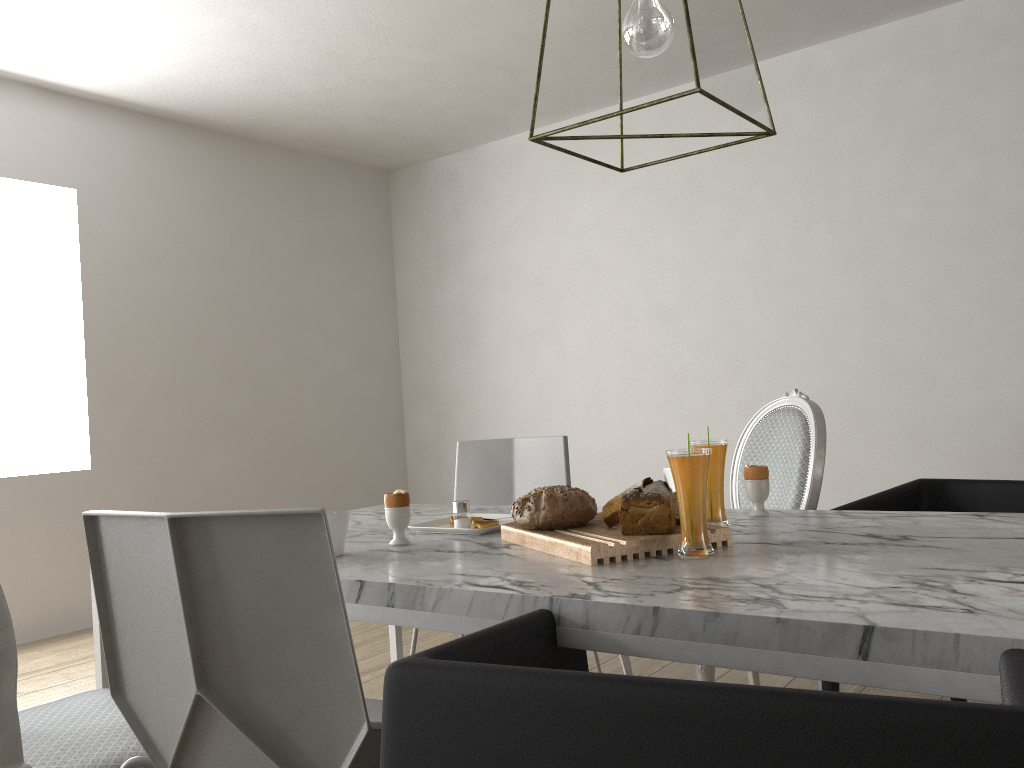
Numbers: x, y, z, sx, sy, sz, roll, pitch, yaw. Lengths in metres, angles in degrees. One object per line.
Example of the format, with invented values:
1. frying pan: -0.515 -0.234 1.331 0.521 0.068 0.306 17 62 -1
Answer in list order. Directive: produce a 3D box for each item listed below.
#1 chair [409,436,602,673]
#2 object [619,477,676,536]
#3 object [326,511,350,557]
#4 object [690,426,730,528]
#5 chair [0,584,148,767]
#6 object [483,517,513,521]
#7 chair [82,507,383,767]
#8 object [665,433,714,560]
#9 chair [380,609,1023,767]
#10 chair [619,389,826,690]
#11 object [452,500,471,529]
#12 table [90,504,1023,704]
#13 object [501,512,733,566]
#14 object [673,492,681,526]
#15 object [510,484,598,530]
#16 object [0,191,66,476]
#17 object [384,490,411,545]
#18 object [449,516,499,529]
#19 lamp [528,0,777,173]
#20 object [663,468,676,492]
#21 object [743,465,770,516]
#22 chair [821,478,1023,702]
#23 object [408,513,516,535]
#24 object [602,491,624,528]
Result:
1. chair: -0.047 0.538 2.545 0.470 0.745 0.439 -4 -2 22
2. object: 0.222 0.200 1.458 0.086 0.087 0.090 -4 -2 14
3. object: -0.359 0.274 1.634 0.138 0.085 0.089 -5 -2 32
4. object: 0.361 0.172 1.605 0.071 0.188 0.071 -3 -2 -32
5. chair: -0.684 0.495 1.342 0.480 0.833 0.505 -5 -2 34
6. object: -0.007 0.291 1.920 0.132 0.013 0.032 -4 -2 12
7. chair: -0.246 0.509 1.121 0.470 0.745 0.439 -5 -2 27
8. object: 0.275 0.171 1.356 0.071 0.188 0.071 -3 -2 -32
9. chair: 0.232 0.545 0.896 0.569 0.597 0.609 -5 -2 27
10. chair: 0.522 0.440 2.183 0.505 0.833 0.480 -3 -2 -21
11. object: -0.103 0.272 1.833 0.036 0.060 0.036 -3 -2 -12
12. table: 0.111 0.578 1.648 1.781 0.583 0.870 -5 -2 37
13. object: 0.169 0.264 1.557 0.260 0.031 0.360 -3 -2 -23
14. object: 0.254 0.214 1.535 0.083 0.057 0.072 -4 -2 13
15. object: 0.075 0.220 1.607 0.157 0.075 0.151 -3 -2 -17
16. object: -2.772 1.243 3.338 0.001 8.324 10.834 -5 -2 37
17. object: -0.219 0.255 1.704 0.050 0.101 0.050 -5 -2 44
18. object: -0.085 0.294 1.877 0.068 0.014 0.197 -3 -2 -25
19. lamp: 0.205 -0.966 1.509 0.584 1.108 0.584 -2 -2 -38
20. object: 0.358 0.223 1.862 0.110 0.105 0.170 -3 -2 -33
21. object: 0.490 0.210 1.772 0.050 0.101 0.050 -5 -2 33
22. chair: 1.049 0.520 1.861 0.609 0.597 0.569 -2 -2 -38
23. object: -0.080 0.297 1.886 0.212 0.014 0.212 -5 -2 37
24. object: 0.196 0.214 1.544 0.079 0.067 0.074 -4 -2 9
